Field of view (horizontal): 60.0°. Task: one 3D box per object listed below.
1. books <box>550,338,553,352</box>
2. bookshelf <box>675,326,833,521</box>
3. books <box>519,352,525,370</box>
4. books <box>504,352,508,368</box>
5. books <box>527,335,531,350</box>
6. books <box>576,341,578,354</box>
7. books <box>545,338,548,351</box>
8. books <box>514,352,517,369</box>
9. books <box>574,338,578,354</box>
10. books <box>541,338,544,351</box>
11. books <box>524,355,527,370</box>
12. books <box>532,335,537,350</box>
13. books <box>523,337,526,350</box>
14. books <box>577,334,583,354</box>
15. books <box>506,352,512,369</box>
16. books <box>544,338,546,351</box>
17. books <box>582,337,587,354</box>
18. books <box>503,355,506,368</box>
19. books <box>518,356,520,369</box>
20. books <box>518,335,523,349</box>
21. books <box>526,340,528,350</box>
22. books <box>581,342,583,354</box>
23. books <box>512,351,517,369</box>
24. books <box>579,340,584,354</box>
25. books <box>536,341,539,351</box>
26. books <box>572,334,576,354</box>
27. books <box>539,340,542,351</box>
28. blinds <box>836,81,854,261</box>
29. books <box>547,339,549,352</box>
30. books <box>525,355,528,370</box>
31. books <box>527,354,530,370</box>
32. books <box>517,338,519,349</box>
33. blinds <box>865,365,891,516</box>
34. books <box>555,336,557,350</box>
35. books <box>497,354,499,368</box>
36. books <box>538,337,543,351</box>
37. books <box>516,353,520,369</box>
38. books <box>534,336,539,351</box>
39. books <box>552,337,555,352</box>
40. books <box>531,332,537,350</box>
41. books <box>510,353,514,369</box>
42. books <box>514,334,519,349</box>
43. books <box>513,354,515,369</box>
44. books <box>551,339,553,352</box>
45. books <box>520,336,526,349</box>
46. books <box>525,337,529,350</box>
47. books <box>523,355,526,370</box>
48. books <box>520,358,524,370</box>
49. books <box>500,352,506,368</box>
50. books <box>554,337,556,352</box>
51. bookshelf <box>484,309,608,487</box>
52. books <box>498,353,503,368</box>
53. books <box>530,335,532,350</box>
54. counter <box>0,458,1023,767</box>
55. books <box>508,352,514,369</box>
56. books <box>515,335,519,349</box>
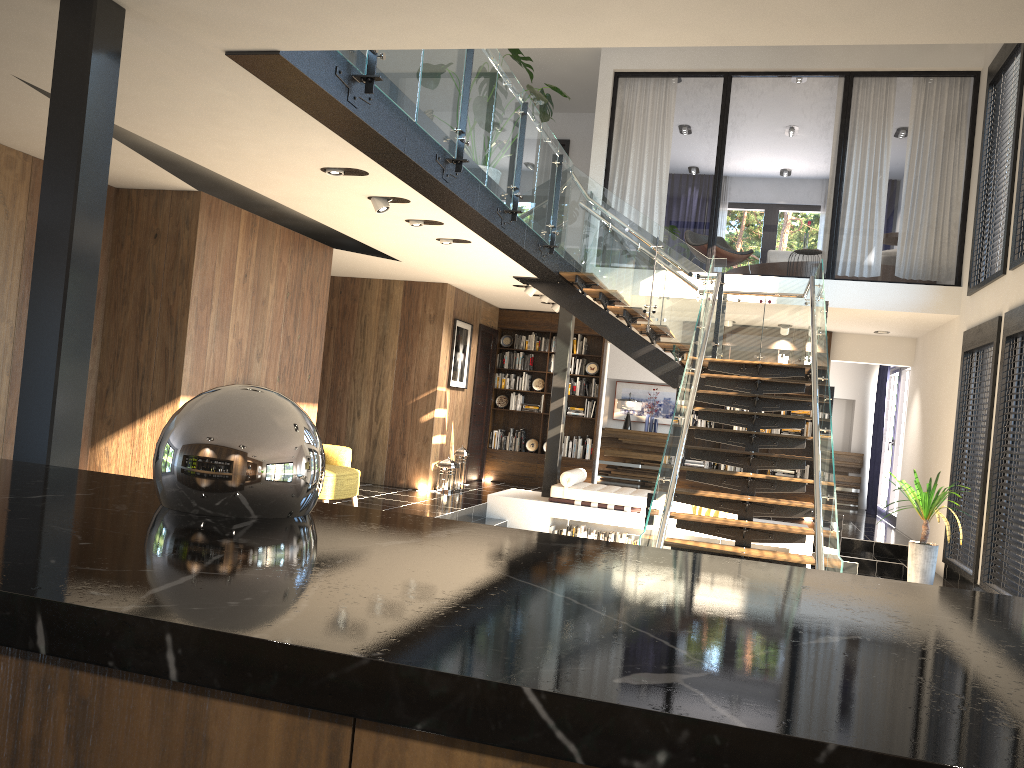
[{"bbox_3d":[0.633,-0.593,13.749,0.023,0.213,0.194,5,-1,15],"label":"books"},{"bbox_3d":[3.432,0.511,12.926,2.089,2.682,0.273,5,-1,15],"label":"bookshelf"},{"bbox_3d":[0.153,-0.354,13.810,0.033,0.273,0.189,5,-1,15],"label":"books"},{"bbox_3d":[-0.068,-0.365,13.871,0.035,0.255,0.183,5,-1,15],"label":"books"},{"bbox_3d":[0.293,-0.634,13.783,0.039,0.230,0.205,5,-1,15],"label":"books"},{"bbox_3d":[1.023,-0.550,13.621,0.021,0.197,0.200,5,-1,15],"label":"books"},{"bbox_3d":[0.555,-0.596,13.710,0.023,0.202,0.201,5,-1,15],"label":"books"},{"bbox_3d":[0.072,-0.357,13.823,0.019,0.264,0.175,5,-1,15],"label":"books"},{"bbox_3d":[0.987,-0.578,13.643,0.064,0.247,0.209,5,-1,15],"label":"books"},{"bbox_3d":[0.499,-0.606,13.748,0.027,0.212,0.181,5,-1,15],"label":"books"},{"bbox_3d":[0.227,-0.325,13.802,0.014,0.230,0.172,5,-1,15],"label":"books"},{"bbox_3d":[0.362,-0.635,13.777,0.020,0.245,0.228,5,-1,15],"label":"books"},{"bbox_3d":[0.216,-0.632,13.834,0.014,0.212,0.184,5,-1,15],"label":"books"},{"bbox_3d":[1.037,-0.602,13.581,0.017,0.302,0.267,5,-1,15],"label":"books"},{"bbox_3d":[-0.041,-0.369,13.860,0.022,0.267,0.198,5,-1,15],"label":"books"},{"bbox_3d":[0.529,-0.603,13.732,0.039,0.212,0.172,5,-1,15],"label":"books"},{"bbox_3d":[1.114,-0.575,13.573,0.013,0.262,0.217,5,-1,15],"label":"books"},{"bbox_3d":[-0.099,-0.342,13.880,0.025,0.204,0.192,5,-1,15],"label":"books"},{"bbox_3d":[0.127,-0.329,13.831,0.024,0.220,0.123,5,-1,15],"label":"books"},{"bbox_3d":[0.137,-0.644,13.841,0.026,0.222,0.202,5,-1,15],"label":"books"},{"bbox_3d":[0.258,-0.600,13.810,0.035,0.156,0.186,5,-1,15],"label":"books"},{"bbox_3d":[1.097,-0.537,13.599,0.027,0.186,0.220,5,-1,15],"label":"books"},{"bbox_3d":[0.045,-0.371,13.853,0.015,0.287,0.154,5,-1,15],"label":"books"},{"bbox_3d":[1.075,-0.555,13.633,0.037,0.218,0.144,5,-1,15],"label":"books"},{"bbox_3d":[0.413,-0.582,13.795,0.040,0.149,0.126,5,-1,15],"label":"books"},{"bbox_3d":[0.941,-0.611,13.613,0.015,0.303,0.252,5,-1,15],"label":"books"},{"bbox_3d":[0.466,-0.590,13.736,0.029,0.172,0.187,5,-1,15],"label":"books"},{"bbox_3d":[4.110,-2.610,10.463,0.669,2.698,0.134,5,-1,15],"label":"blinds"},{"bbox_3d":[0.586,-0.588,13.736,0.024,0.194,0.182,5,-1,15],"label":"books"},{"bbox_3d":[0.247,-0.329,13.801,0.024,0.242,0.144,5,-1,15],"label":"books"},{"bbox_3d":[0.273,-0.337,13.800,0.025,0.263,0.147,5,-1,15],"label":"books"},{"bbox_3d":[0.118,-0.625,13.866,0.020,0.180,0.153,5,-1,15],"label":"books"},{"bbox_3d":[6.166,0.851,14.983,0.161,2.770,1.080,5,-1,14],"label":"blinds"},{"bbox_3d":[0.701,-0.601,13.670,0.013,0.239,0.255,5,-1,15],"label":"books"},{"bbox_3d":[-0.200,-0.357,13.932,0.023,0.215,0.148,5,-1,15],"label":"books"},{"bbox_3d":[0.448,-0.613,13.776,0.030,0.217,0.165,5,-1,15],"label":"books"},{"bbox_3d":[0.103,-0.349,13.842,0.032,0.255,0.160,5,-1,15],"label":"books"},{"bbox_3d":[0.383,-0.628,13.782,0.020,0.235,0.206,5,-1,15],"label":"books"},{"bbox_3d":[0.672,-0.602,13.704,0.033,0.237,0.231,5,-1,15],"label":"books"},{"bbox_3d":[0.341,-0.654,13.758,0.012,0.278,0.228,5,-1,15],"label":"books"},{"bbox_3d":[0.009,-0.352,13.831,0.039,0.243,0.179,5,-1,15],"label":"books"},{"bbox_3d":[0.078,-0.655,13.869,0.017,0.234,0.200,5,-1,15],"label":"books"},{"bbox_3d":[0.059,-0.353,13.846,0.018,0.256,0.172,5,-1,15],"label":"books"},{"bbox_3d":[0.641,-0.589,13.699,0.021,0.204,0.224,5,-1,15],"label":"books"},{"bbox_3d":[0.180,-0.637,13.837,0.059,0.216,0.159,5,-1,15],"label":"books"},{"bbox_3d":[0.239,-0.625,13.845,0.025,0.203,0.156,5,-1,15],"label":"books"},{"bbox_3d":[0.210,-0.331,13.819,0.028,0.240,0.148,5,-1,15],"label":"books"},{"bbox_3d":[0.173,-0.310,13.791,0.025,0.188,0.181,5,-1,15],"label":"books"},{"bbox_3d":[-0.133,-0.370,13.916,0.066,0.255,0.127,5,-1,15],"label":"books"},{"bbox_3d":[0.689,-0.598,13.678,0.014,0.231,0.280,5,-1,15],"label":"books"},{"bbox_3d":[0.524,0.244,13.713,1.703,2.682,0.273,5,-1,15],"label":"bookshelf"},{"bbox_3d":[-0.182,-0.363,13.909,0.023,0.231,0.143,5,-1,15],"label":"books"},{"bbox_3d":[0.321,-0.637,13.763,0.025,0.239,0.220,5,-1,15],"label":"books"},{"bbox_3d":[-1.029,0.127,1.206,3.572,0.041,0.698,5,-1,15],"label":"counter"},{"bbox_3d":[-0.017,-0.363,13.859,0.027,0.260,0.181,5,-1,15],"label":"books"},{"bbox_3d":[0.087,-0.646,13.828,0.024,0.216,0.210,5,-1,15],"label":"books"}]
